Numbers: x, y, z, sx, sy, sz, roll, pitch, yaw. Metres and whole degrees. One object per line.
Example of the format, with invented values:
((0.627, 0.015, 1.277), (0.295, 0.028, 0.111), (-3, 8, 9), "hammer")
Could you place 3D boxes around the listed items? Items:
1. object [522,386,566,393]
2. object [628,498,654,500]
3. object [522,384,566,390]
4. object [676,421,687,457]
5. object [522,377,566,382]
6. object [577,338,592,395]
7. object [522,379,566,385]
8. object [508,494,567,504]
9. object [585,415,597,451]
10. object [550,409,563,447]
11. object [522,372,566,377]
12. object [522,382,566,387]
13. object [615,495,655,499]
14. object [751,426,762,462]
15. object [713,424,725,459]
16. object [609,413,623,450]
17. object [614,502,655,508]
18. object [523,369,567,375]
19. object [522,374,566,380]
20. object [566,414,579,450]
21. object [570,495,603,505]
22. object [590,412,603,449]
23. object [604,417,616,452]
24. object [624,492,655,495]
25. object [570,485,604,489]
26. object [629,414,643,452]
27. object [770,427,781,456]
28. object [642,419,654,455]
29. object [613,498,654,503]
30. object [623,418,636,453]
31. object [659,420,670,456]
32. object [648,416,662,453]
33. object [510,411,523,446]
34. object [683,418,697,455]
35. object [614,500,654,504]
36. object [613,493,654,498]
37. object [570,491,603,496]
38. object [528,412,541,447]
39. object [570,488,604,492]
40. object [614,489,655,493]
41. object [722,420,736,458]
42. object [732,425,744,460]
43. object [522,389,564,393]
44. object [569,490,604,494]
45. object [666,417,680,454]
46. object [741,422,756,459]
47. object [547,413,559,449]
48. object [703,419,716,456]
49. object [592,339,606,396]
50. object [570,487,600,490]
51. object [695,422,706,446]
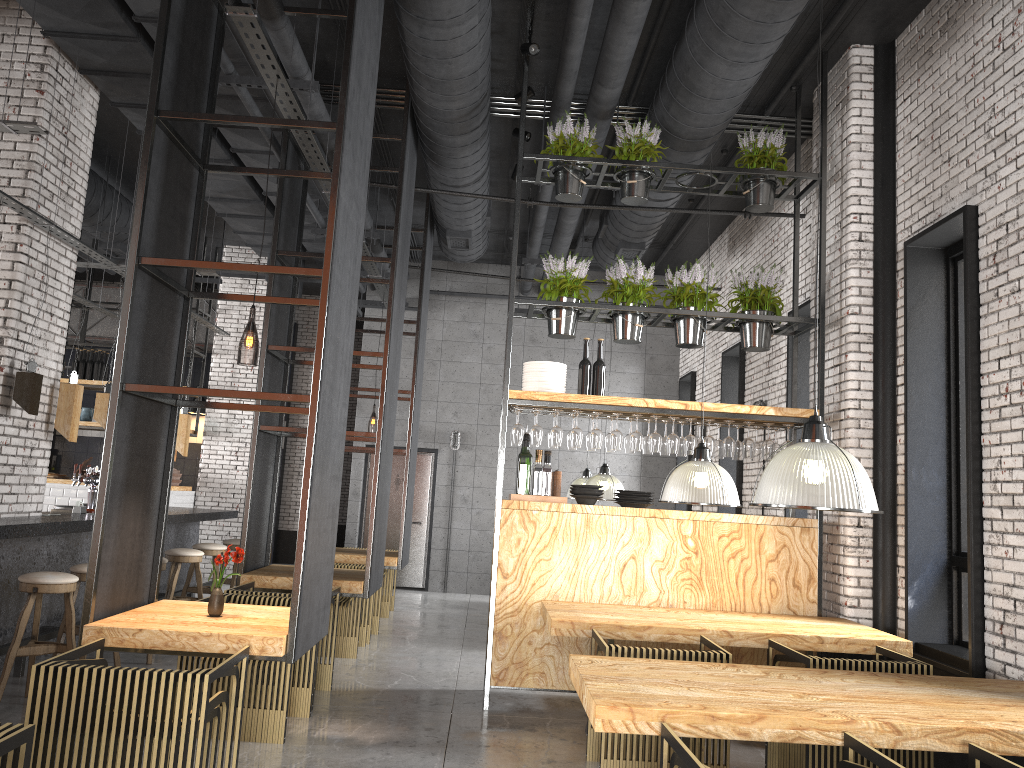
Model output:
((0.239, 0.059, 6.715), (0.334, 0.046, 0.334), (6, -8, -20), "object")
((0.904, 0.868, 6.596), (0.305, 0.046, 0.305), (10, -10, -43), "object")
((0.240, 0.040, 6.716), (0.334, 0.037, 0.334), (9, -9, -35), "object")
((1.308, 0.423, 6.826), (0.101, 0.268, 0.100), (-2, -10, 35), "object")
((0.243, -0.018, 6.725), (0.335, 0.041, 0.333), (1, -8, 21), "object")
((0.557, -0.117, 6.749), (0.098, 0.472, 0.098), (7, -9, -23), "object")
((0.242, 0.002, 6.723), (0.334, 0.039, 0.334), (9, -9, -34), "object")
((0.188, 0.861, 6.647), (0.411, 0.050, 0.410), (4, -7, -2), "object")
((0.616, 0.378, 6.812), (0.101, 0.268, 0.100), (-2, -10, 35), "object")
((0.330, 0.324, 6.523), (0.101, 0.268, 0.100), (-2, -10, 35), "object")
((0.245, -0.053, 6.730), (0.334, 0.043, 0.334), (6, -8, -17), "object")
((0.241, 0.021, 6.719), (0.334, 0.040, 0.334), (9, -9, -37), "object")
((0.907, 0.853, 6.598), (0.305, 0.042, 0.305), (11, -10, -44), "object")
((1.887, 0.461, 6.837), (0.101, 0.268, 0.100), (-1, -9, 29), "object")
((1.593, 0.442, 6.831), (0.101, 0.268, 0.100), (-1, -9, 29), "object")
((0.771, 0.352, 6.532), (0.101, 0.268, 0.100), (-2, -10, 35), "object")
((0.904, 0.902, 6.591), (0.306, 0.035, 0.305), (-2, -9, 36), "object")
((0.247, -0.072, 6.734), (0.334, 0.041, 0.334), (8, -9, -31), "object")
((0.244, -0.033, 6.728), (0.334, 0.039, 0.334), (3, -7, 7), "object")
((0.469, 0.369, 6.809), (0.101, 0.268, 0.100), (-2, -10, 35), "object")
((0.553, 0.866, 6.605), (0.257, 0.068, 0.256), (3, -7, 6), "object")
((0.624, 0.343, 6.529), (0.101, 0.268, 0.100), (-2, -10, 35), "object")
((0.763, 0.388, 6.815), (0.101, 0.268, 0.100), (-2, -10, 35), "object")
((0.908, 0.827, 6.603), (0.305, 0.049, 0.305), (0, -8, 24), "object")
((0.559, 0.788, 6.617), (0.257, 0.076, 0.256), (-2, -9, 36), "object")
((0.918, 0.362, 6.535), (0.101, 0.268, 0.100), (-2, -10, 35), "object")
((2.034, 0.470, 6.840), (0.101, 0.268, 0.100), (-1, -9, 29), "object")
((1.049, 0.407, 6.821), (0.101, 0.268, 0.100), (-2, -10, 35), "object")
((0.905, 0.876, 6.594), (0.306, 0.044, 0.305), (4, -7, 0), "object")
((0.910, 0.398, 6.818), (0.101, 0.268, 0.100), (-2, -10, 35), "object")
((1.180, 0.415, 6.823), (0.101, 0.268, 0.100), (-2, -10, 35), "object")
((1.057, 0.371, 6.538), (0.101, 0.268, 0.100), (-2, -10, 35), "object")
((0.036, 0.341, 6.801), (0.101, 0.268, 0.100), (-2, -10, 35), "object")
((1.316, 0.388, 6.543), (0.101, 0.268, 0.100), (-2, -10, 35), "object")
((0.904, 0.891, 6.592), (0.306, 0.041, 0.305), (1, -8, 16), "object")
((0.908, 0.839, 6.601), (0.306, 0.037, 0.305), (4, -7, 0), "object")
((0.554, 0.843, 6.609), (0.257, 0.076, 0.256), (4, -7, -1), "object")
((0.174, 0.350, 6.804), (0.101, 0.268, 0.100), (-2, -10, 35), "object")
((0.556, 0.818, 6.612), (0.257, 0.072, 0.256), (8, -8, -29), "object")
((0.910, 0.813, 6.606), (0.305, 0.040, 0.305), (6, -8, -18), "object")
((1.601, 0.406, 6.548), (0.101, 0.268, 0.100), (-1, -9, 29), "object")
((1.740, 0.451, 6.834), (0.101, 0.268, 0.100), (-1, -9, 29), "object")
((0.238, 0.079, 6.711), (0.334, 0.033, 0.334), (-2, -9, 37), "object")
((0.555, 0.835, 6.610), (0.257, 0.075, 0.256), (0, -8, 24), "object")
((1.188, 0.380, 6.540), (0.101, 0.268, 0.100), (-2, -10, 35), "object")
((1.748, 0.416, 6.551), (0.101, 0.268, 0.100), (-1, -9, 29), "object")
((0.321, 0.359, 6.806), (0.101, 0.268, 0.100), (-2, -10, 35), "object")
((1.454, 0.397, 6.545), (0.101, 0.268, 0.100), (-2, -10, 35), "object")
((0.664, -0.110, 6.751), (0.098, 0.472, 0.098), (7, -9, -23), "object")
((0.557, 0.813, 6.613), (0.257, 0.072, 0.256), (4, -7, -1), "object")
((1.446, 0.432, 6.828), (0.101, 0.268, 0.100), (-2, -10, 35), "object")
